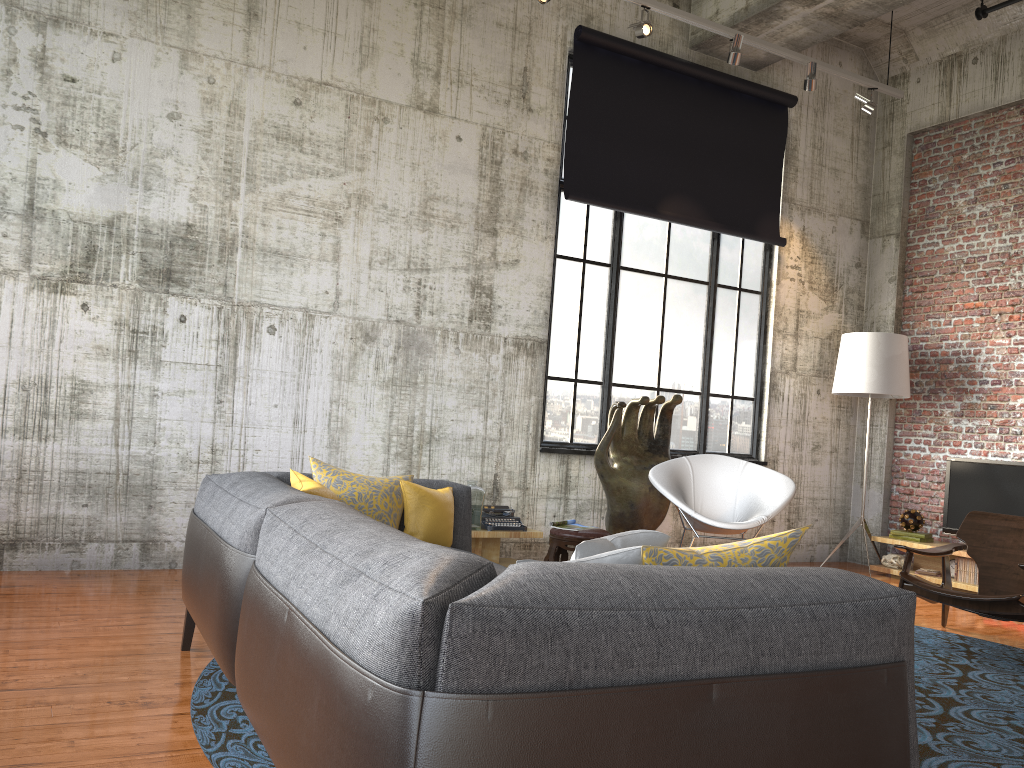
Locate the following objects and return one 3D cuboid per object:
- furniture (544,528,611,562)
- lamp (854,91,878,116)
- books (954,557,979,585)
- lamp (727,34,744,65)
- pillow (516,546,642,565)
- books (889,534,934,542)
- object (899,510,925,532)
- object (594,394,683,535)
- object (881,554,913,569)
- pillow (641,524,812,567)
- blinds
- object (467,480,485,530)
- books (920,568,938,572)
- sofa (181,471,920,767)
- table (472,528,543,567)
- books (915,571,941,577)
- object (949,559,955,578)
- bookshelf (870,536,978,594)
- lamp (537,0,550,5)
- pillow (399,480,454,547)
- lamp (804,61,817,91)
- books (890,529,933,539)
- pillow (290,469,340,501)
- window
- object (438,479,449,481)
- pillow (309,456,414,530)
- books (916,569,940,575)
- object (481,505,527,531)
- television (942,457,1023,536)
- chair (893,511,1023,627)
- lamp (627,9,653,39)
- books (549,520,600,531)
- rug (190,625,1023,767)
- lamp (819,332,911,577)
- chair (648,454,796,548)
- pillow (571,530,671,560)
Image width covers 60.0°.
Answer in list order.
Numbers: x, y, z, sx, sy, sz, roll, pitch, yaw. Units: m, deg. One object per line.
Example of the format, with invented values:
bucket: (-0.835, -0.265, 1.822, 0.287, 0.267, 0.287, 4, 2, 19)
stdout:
furniture: (0.452, 1.217, 6.033, 0.431, 0.477, 0.432, 4, -2, 17)
lamp: (3.094, -2.441, 7.706, 0.225, 0.215, 0.102, 4, -1, 13)
books: (3.959, 1.606, 7.627, 0.174, 0.218, 0.232, 5, -2, -28)
lamp: (1.739, -2.585, 6.912, 0.102, 0.251, 0.165, 4, -2, -3)
pillow: (0.160, 0.537, 2.134, 0.435, 0.318, 0.168, 5, -2, -29)
books: (3.707, 1.428, 8.227, 0.243, 0.037, 0.302, 6, -3, -36)
object: (3.721, 1.273, 8.246, 0.217, 0.207, 0.214, 6, -3, -39)
object: (0.981, 0.710, 7.242, 0.728, 1.295, 0.456, 5, -1, -17)
object: (3.584, 1.648, 8.228, 0.183, 0.133, 0.273, 5, -3, -19)
pillow: (0.499, 0.566, 2.307, 0.537, 0.446, 0.260, 5, -2, -21)
blinds: (1.571, -2.146, 7.937, 2.446, 1.463, 0.150, 5, -1, -28)
object: (-0.304, 0.894, 6.539, 0.163, 0.361, 0.163, 5, -1, -26)
books: (3.738, 1.667, 7.938, 0.113, 0.016, 0.114, 4, -3, -4)
sofa: (-0.278, 0.834, 3.048, 1.364, 0.860, 3.003, 5, -3, -26)
table: (-0.274, 1.261, 6.685, 0.876, 0.358, 0.475, 6, -3, -28)
books: (3.734, 1.704, 7.958, 0.211, 0.020, 0.163, 3, -3, 29)
object: (3.911, 1.634, 7.827, 0.068, 0.172, 0.169, 5, -2, -27)
bookshelf: (4.518, 1.613, 6.764, 0.549, 0.358, 3.844, 5, -3, -28)
lamp: (0.235, -2.730, 6.136, 0.183, 0.240, 0.102, 5, -2, -33)
pillow: (-0.376, 0.609, 4.100, 0.168, 0.318, 0.435, 3, -2, 36)
lamp: (2.463, -2.513, 7.306, 0.102, 0.251, 0.165, 4, -2, 17)
books: (3.710, 1.391, 8.228, 0.301, 0.037, 0.243, 2, -4, 41)
pillow: (-0.825, 0.560, 3.758, 0.229, 0.371, 0.405, 5, -2, -19)
window: (1.410, -1.024, 8.074, 2.582, 3.433, 0.050, 5, -1, -28)
object: (-0.508, 0.874, 6.429, 0.163, 0.361, 0.163, 5, -2, -30)
pillow: (-0.677, 0.563, 3.971, 0.537, 0.446, 0.260, 5, -2, -21)
books: (3.734, 1.684, 7.949, 0.166, 0.021, 0.211, 2, -4, 37)
object: (-0.104, 1.020, 6.744, 0.424, 0.153, 0.382, 6, -3, -28)
television: (4.198, 1.051, 7.501, 0.286, 0.792, 1.089, 5, -2, -41)
chair: (2.929, 1.209, 5.409, 1.045, 0.793, 0.874, 6, -3, -38)
lamp: (0.964, -2.655, 6.554, 0.102, 0.211, 0.260, 5, -2, -33)
books: (0.429, 0.963, 6.046, 0.228, 0.043, 0.301, 2, -3, 36)
rug: (1.082, 1.408, 4.102, 4.843, 0.009, 4.854, 3, -3, 18)
lamp: (3.357, 0.663, 8.382, 0.694, 2.241, 0.707, 4, -1, -6)
chair: (1.501, 1.034, 6.426, 1.057, 1.030, 0.807, 4, -2, 11)
pillow: (0.251, 0.532, 2.312, 0.365, 0.314, 0.171, 6, -2, -38)
